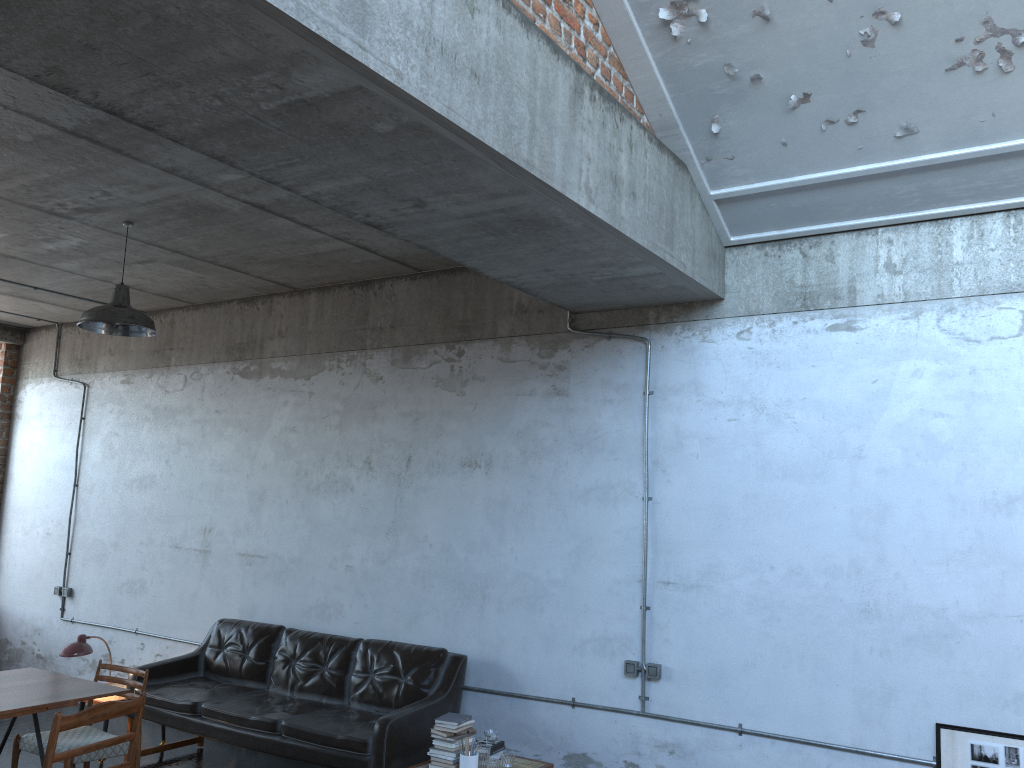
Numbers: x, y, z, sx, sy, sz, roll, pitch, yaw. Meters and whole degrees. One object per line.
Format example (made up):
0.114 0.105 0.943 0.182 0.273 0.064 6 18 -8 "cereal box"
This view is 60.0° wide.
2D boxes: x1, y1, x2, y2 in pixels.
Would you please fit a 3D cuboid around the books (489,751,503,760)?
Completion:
-0.183 2.337 5.607 0.227 0.024 0.166 0 -8 12 "books"

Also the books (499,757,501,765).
-0.175 2.367 5.607 0.243 0.034 0.179 0 -8 16 "books"

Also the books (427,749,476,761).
-0.362 2.255 5.431 0.192 0.014 0.255 -4 -10 35 "books"

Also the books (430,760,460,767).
-0.356 2.295 5.409 0.175 0.023 0.249 -2 -9 28 "books"

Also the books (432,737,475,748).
-0.359 2.190 5.446 0.158 0.021 0.224 -3 -10 32 "books"

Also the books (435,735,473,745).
-0.354 2.168 5.445 0.155 0.022 0.205 -2 -9 27 "books"

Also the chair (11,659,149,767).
-2.667 2.270 5.510 0.589 0.971 0.577 -3 -10 32 "chair"

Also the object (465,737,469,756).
-0.268 2.224 5.304 0.023 0.204 0.037 5 -9 -18 "object"

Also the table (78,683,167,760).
-3.187 2.736 7.257 0.649 0.458 0.811 -3 -10 32 "table"

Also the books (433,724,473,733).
-0.360 2.106 5.460 0.167 0.023 0.209 -2 -9 26 "books"

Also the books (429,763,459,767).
-0.359 2.327 5.403 0.192 0.043 0.248 -3 -10 32 "books"

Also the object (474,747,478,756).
-0.233 2.243 5.273 0.068 0.159 0.009 10 -11 -44 "object"

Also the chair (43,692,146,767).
-2.317 2.125 4.519 0.509 1.028 0.573 -1 -9 22 "chair"

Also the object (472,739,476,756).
-0.235 2.213 5.301 0.009 0.169 0.062 -3 -10 32 "object"

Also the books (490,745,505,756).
-0.177 2.316 5.622 0.175 0.024 0.243 -2 -9 28 "books"

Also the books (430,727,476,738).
-0.360 2.125 5.440 0.231 0.023 0.162 9 -11 -41 "books"

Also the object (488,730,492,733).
-0.131 2.239 5.649 0.065 0.060 0.081 0 -8 14 "object"

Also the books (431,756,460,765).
-0.355 2.272 5.412 0.175 0.023 0.249 -3 -10 33 "books"

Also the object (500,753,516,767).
-0.026 2.308 5.390 0.092 0.099 0.092 1 -8 10 "object"

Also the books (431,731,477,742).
-0.357 2.147 5.444 0.174 0.019 0.244 -3 -10 32 "books"

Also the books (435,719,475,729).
-0.351 2.084 5.457 0.155 0.020 0.205 -3 -10 32 "books"

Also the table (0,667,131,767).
-3.553 2.073 4.174 1.067 0.917 3.112 -3 -10 32 "table"

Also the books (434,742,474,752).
-0.355 2.210 5.441 0.147 0.023 0.221 -3 -9 31 "books"

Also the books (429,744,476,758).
-0.363 2.234 5.434 0.193 0.028 0.245 -2 -9 27 "books"

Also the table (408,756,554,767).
-0.235 2.578 5.393 0.649 0.458 0.811 -3 -10 32 "table"

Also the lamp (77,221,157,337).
-2.661 -0.807 6.080 0.502 0.891 0.502 -4 -10 36 "lamp"

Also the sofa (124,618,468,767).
-1.649 2.375 6.487 2.610 1.045 0.929 -3 -10 32 "sofa"

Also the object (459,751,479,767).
-0.256 2.262 5.256 0.110 0.137 0.110 -3 -10 32 "object"

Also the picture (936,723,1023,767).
2.595 2.276 4.391 0.889 0.994 0.135 -3 -10 32 "picture"

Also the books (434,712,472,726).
-0.361 2.062 5.460 0.159 0.024 0.201 -1 -9 22 "books"

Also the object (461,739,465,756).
-0.285 2.212 5.292 0.061 0.167 0.009 -6 -11 44 "object"

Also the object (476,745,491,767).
-0.174 2.269 5.355 0.087 0.155 0.087 1 -8 5 "object"

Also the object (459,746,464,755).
-0.277 2.225 5.251 0.009 0.190 0.137 -4 -10 35 "object"

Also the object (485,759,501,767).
-0.113 2.285 5.255 0.092 0.099 0.092 1 -8 10 "object"

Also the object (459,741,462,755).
-0.296 2.215 5.248 0.046 0.202 0.023 5 -9 -21 "object"

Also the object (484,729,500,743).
-0.130 2.245 5.647 0.103 0.068 0.103 1 -8 5 "object"

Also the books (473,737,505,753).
-0.175 2.288 5.614 0.179 0.029 0.225 -2 -9 24 "books"

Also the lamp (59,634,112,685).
-3.349 2.221 7.013 0.220 0.492 0.496 -2 -9 24 "lamp"

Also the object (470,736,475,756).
-0.245 2.206 5.310 0.009 0.185 0.052 -3 -10 34 "object"
